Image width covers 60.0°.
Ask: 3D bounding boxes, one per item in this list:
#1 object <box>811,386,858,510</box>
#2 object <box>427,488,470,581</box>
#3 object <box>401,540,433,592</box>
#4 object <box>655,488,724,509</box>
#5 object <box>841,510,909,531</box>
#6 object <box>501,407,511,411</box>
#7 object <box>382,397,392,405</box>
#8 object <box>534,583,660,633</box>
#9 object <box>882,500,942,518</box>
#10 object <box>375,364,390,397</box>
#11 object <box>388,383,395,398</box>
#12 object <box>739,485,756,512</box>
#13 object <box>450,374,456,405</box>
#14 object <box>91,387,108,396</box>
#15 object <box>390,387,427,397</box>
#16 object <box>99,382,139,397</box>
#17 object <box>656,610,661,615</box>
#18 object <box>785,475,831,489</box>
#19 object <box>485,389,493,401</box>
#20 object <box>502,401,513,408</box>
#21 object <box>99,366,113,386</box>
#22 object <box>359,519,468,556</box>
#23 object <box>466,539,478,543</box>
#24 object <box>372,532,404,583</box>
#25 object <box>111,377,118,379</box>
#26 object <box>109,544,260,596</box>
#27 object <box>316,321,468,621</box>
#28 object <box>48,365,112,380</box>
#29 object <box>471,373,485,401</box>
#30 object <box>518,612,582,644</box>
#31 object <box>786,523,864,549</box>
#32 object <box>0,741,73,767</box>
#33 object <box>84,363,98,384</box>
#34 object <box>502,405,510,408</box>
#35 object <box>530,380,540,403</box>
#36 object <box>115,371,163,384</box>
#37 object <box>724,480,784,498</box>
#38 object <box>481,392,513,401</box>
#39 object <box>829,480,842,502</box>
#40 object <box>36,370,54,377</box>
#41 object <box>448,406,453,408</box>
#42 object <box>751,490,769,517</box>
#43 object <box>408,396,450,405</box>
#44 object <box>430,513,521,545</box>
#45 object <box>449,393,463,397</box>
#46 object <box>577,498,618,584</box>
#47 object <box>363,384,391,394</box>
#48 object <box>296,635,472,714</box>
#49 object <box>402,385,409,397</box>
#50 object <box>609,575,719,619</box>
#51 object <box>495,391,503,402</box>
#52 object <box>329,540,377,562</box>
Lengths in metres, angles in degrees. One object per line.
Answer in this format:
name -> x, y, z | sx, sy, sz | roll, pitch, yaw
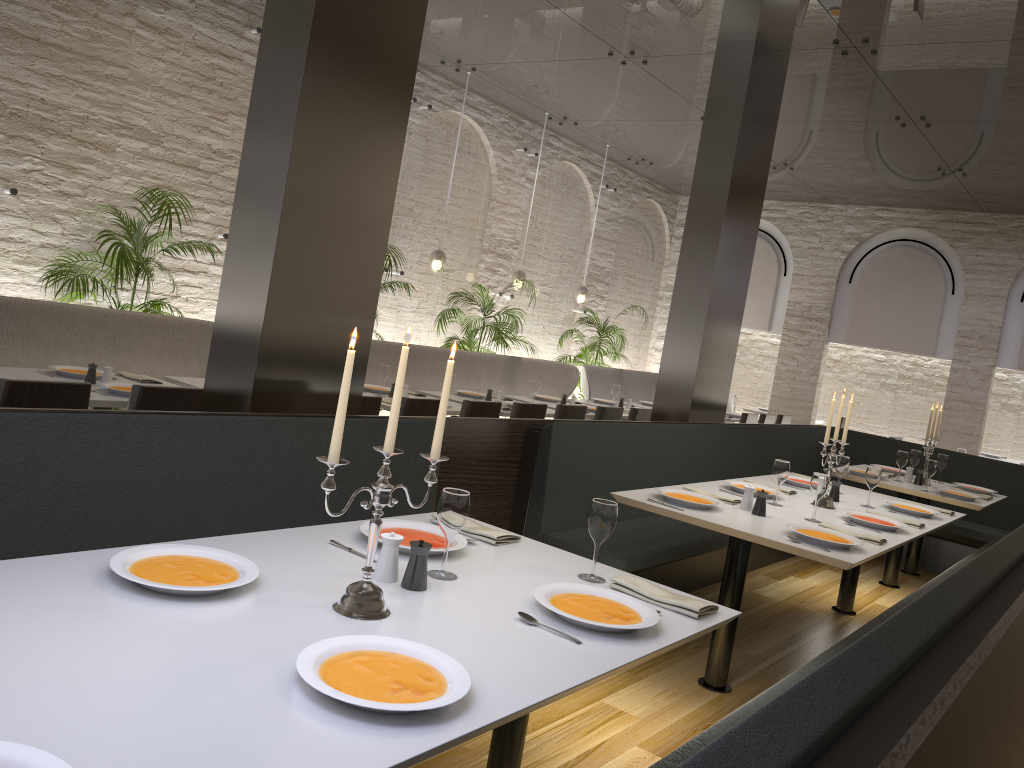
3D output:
object -> 1.734, 0.337, 4.770 | 0.389, 0.656, 0.132 | 8, 3, -43
object -> -0.167, 0.398, 2.360 | 0.086, 0.230, 0.086 | 8, 3, -42
object -> -0.237, 0.453, 2.224 | 0.069, 0.126, 0.068 | 11, 2, 30
object -> 0.827, 0.543, 4.152 | 0.323, 0.036, 0.321 | 12, 5, 34
object -> 1.813, 0.692, 4.444 | 0.321, 0.036, 0.323 | 7, 5, -34
object -> -0.140, 0.179, 7.055 | 0.274, 0.033, 0.142 | 13, 5, 36
object -> -0.820, 0.128, 6.118 | 0.274, 0.033, 0.142 | 13, 5, 36
object -> 0.210, 0.572, 2.235 | 0.321, 0.036, 0.323 | 7, 5, -34
object -> 2.312, 0.729, 5.130 | 0.323, 0.036, 0.321 | 12, 5, 32
object -> -0.945, -0.025, 6.461 | 0.086, 0.230, 0.086 | 10, 2, -6
object -> -0.871, 0.044, 6.526 | 0.059, 0.109, 0.059 | 11, 2, 28
object -> 1.132, 0.546, 4.246 | 0.068, 0.126, 0.069 | 8, 3, -31
object -> -0.477, 0.040, 6.677 | 0.087, 0.230, 0.086 | 11, 3, 42
object -> -2.065, 0.036, 4.409 | 0.182, 0.015, 0.038 | 13, 5, 37
object -> -0.819, 0.067, 6.991 | 0.274, 0.033, 0.142 | 13, 5, 36
object -> -1.952, 0.037, 4.554 | 0.322, 0.036, 0.321 | 11, 4, 14
object -> 0.318, 0.590, 2.392 | 0.186, 0.010, 0.017 | 13, 4, 36
object -> 1.810, 0.616, 5.506 | 0.323, 0.036, 0.321 | 12, 5, 32
object -> -0.191, 0.094, 7.463 | 0.059, 0.109, 0.059 | 11, 2, 28
object -> 0.073, 0.188, 7.344 | 0.322, 0.036, 0.321 | 11, 4, 14
object -> -2.134, -0.042, 4.668 | 0.059, 0.109, 0.059 | 11, 2, 28
object -> -0.292, 0.459, 2.611 | 0.321, 0.036, 0.323 | 7, 5, -34
object -> -0.181, 0.474, 2.779 | 0.182, 0.015, 0.038 | 13, 5, 37
object -> -0.313, 0.438, 2.250 | 0.069, 0.126, 0.068 | 11, 2, 30
object -> -2.278, -0.044, 5.018 | 0.182, 0.015, 0.038 | 13, 5, 37
object -> -0.737, 0.426, 1.998 | 0.322, 0.036, 0.322 | 11, 4, 12
object -> -0.284, 0.187, 1.990 | 0.389, 0.656, 0.132 | 8, 3, -43
object -> -2.377, -0.059, 4.873 | 0.322, 0.036, 0.321 | 11, 4, 14
object -> -0.279, 0.024, 7.378 | 0.086, 0.230, 0.087 | 9, 2, -12
object -> 0.086, 0.570, 2.072 | 0.182, 0.015, 0.038 | 13, 5, 37
object -> 1.329, 0.655, 3.776 | 0.322, 0.036, 0.322 | 11, 4, 12
object -> -0.670, 0.506, 1.023 | 0.322, 0.036, 0.322 | 11, 4, 12
object -> -2.217, -0.057, 4.673 | 0.059, 0.109, 0.059 | 11, 2, 28
object -> -0.039, 0.187, 7.199 | 0.182, 0.015, 0.038 | 13, 5, 37
object -> 0.188, 0.090, 7.593 | 0.086, 0.230, 0.087 | 9, 2, -12
object -> -2.164, -0.034, 5.138 | 0.274, 0.033, 0.142 | 13, 5, 36
object -> 1.311, 0.579, 4.820 | 0.321, 0.036, 0.323 | 7, 5, -34
object -> -0.138, 0.117, 7.928 | 0.274, 0.033, 0.142 | 13, 5, 36
object -> 1.846, 0.611, 5.062 | 0.069, 0.126, 0.068 | 11, 2, 30
object -> -2.490, -0.057, 4.727 | 0.186, 0.010, 0.017 | 13, 4, 36
object -> -0.508, 0.154, 6.553 | 0.186, 0.010, 0.017 | 13, 4, 36
object -> 1.167, 0.558, 4.158 | 0.068, 0.126, 0.069 | 9, 2, -23
object -> -0.607, 0.137, 6.407 | 0.322, 0.036, 0.321 | 11, 4, 18
object -> -0.118, 0.470, 2.895 | 0.274, 0.033, 0.142 | 13, 5, 36
object -> -0.464, 0.094, 7.518 | 0.186, 0.010, 0.017 | 13, 4, 36
object -> 0.251, 0.454, 2.578 | 0.086, 0.230, 0.086 | 8, 3, -42
object -> -1.032, 0.042, 6.726 | 0.322, 0.036, 0.321 | 11, 4, 18
object -> -0.235, 0.539, 1.622 | 0.322, 0.036, 0.322 | 11, 4, 12
object -> -0.789, 0.058, 6.521 | 0.059, 0.109, 0.059 | 11, 2, 28
object -> 0.427, 0.592, 2.489 | 0.274, 0.033, 0.142 | 13, 5, 36
object -> -0.109, 0.109, 7.458 | 0.059, 0.109, 0.059 | 11, 2, 28
object -> -0.434, 0.458, 2.431 | 0.186, 0.010, 0.017 | 13, 4, 36
